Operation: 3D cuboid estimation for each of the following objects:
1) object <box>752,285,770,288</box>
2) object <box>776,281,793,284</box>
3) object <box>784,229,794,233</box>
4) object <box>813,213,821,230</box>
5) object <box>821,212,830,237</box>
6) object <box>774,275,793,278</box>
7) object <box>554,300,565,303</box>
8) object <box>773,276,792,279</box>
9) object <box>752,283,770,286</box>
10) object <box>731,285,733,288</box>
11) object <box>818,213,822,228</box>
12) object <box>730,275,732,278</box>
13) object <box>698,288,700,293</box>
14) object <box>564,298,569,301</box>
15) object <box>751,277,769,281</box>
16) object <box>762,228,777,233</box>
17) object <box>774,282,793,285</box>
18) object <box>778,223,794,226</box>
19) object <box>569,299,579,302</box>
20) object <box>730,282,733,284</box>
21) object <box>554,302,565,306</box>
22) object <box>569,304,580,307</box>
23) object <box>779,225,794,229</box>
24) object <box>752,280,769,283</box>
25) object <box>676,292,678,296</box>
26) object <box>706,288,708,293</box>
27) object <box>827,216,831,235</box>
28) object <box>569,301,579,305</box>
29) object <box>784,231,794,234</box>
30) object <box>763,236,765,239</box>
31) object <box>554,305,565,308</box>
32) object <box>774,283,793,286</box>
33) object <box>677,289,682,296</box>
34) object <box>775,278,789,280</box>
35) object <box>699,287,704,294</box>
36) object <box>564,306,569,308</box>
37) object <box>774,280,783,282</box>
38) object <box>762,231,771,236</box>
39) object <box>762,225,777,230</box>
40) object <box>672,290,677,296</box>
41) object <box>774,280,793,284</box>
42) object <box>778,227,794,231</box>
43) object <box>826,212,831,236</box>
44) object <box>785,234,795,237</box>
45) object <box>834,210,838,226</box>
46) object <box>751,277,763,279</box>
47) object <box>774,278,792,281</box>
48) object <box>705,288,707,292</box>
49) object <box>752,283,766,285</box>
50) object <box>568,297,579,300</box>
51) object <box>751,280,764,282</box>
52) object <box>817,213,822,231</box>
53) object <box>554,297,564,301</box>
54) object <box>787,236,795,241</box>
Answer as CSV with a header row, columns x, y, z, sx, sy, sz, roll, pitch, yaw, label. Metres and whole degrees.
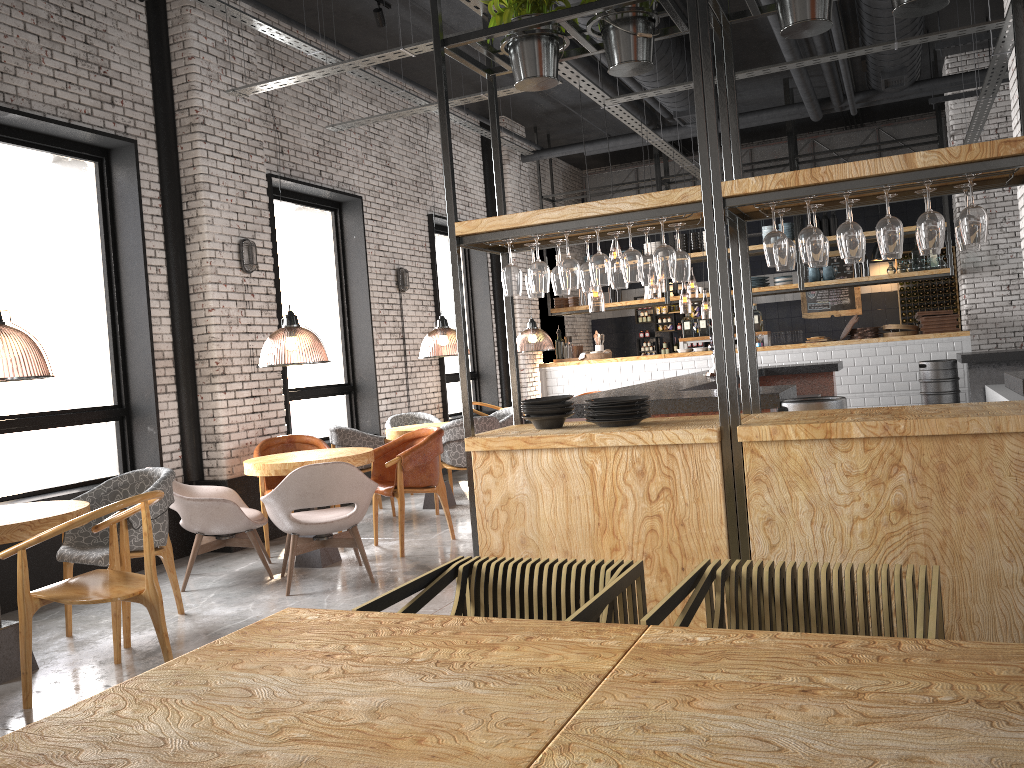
x,y,z,sx,sy,sz,roll,pitch,yaw,label
3.508,-1.387,12.850,0.454,0.033,0.454,-4,1,6,object
3.882,-1.438,12.684,0.263,0.037,0.263,-5,1,-3,object
3.907,-2.141,12.620,0.219,0.092,0.218,-5,1,-30,object
4.245,-2.250,12.358,0.098,0.458,0.098,-5,0,-44,object
4.348,-2.257,12.313,0.098,0.458,0.098,-4,0,1,object
3.876,-1.520,12.683,0.265,0.037,0.265,-4,1,19,object
0.755,-1.288,13.930,0.157,0.053,0.168,-4,1,24,object
3.878,-1.509,12.683,0.265,0.034,0.265,-3,2,37,object
3.505,-1.412,12.850,0.454,0.042,0.454,-5,1,-1,object
3.093,-1.397,13.035,0.373,0.067,0.372,-4,1,5,object
4.354,-2.264,12.606,0.098,0.458,0.098,-5,0,-44,object
3.080,-1.554,13.031,0.373,0.050,0.373,-6,2,-44,object
2.738,-1.365,13.077,0.072,0.097,0.072,-5,1,-17,object
0.868,-1.344,14.157,0.157,0.053,0.168,-4,1,24,object
3.497,-1.506,12.849,0.454,0.048,0.454,-6,2,-39,object
3.702,-2.190,12.729,0.210,0.076,0.210,-5,1,-2,object
3.883,-1.427,12.683,0.263,0.038,0.263,-3,2,39,object
3.905,-2.237,12.619,0.218,0.091,0.218,-3,2,41,object
0.966,-1.306,13.997,0.157,0.053,0.168,-4,2,29,object
3.087,-1.465,13.032,0.334,0.039,0.335,-4,2,23,object
0.758,-1.252,13.930,0.157,0.053,0.168,-4,1,24,object
0.973,-1.225,13.998,0.157,0.053,0.168,-4,2,29,object
3.911,-2.206,12.615,0.218,0.096,0.219,-4,1,8,object
3.500,-1.460,12.849,0.453,0.062,0.454,-5,2,-22,object
2.450,-1.346,13.204,0.072,0.097,0.072,-4,1,23,object
2.904,-1.383,13.259,0.072,0.097,0.072,-4,1,24,object
4.456,-2.271,12.561,0.098,0.458,0.098,-4,0,1,object
0.969,-1.270,13.998,0.157,0.053,0.168,-4,2,29,object
3.908,-2.109,12.617,0.218,0.092,0.219,-4,1,14,object
3.713,-2.104,12.735,0.210,0.074,0.210,-5,1,-1,object
0.761,-1.207,13.930,0.157,0.053,0.168,-4,1,24,object
3.885,-1.415,12.684,0.263,0.026,0.263,-5,2,-31,object
2.474,-1.344,13.066,0.072,0.097,0.072,-5,1,-44,object
3.878,-1.491,12.683,0.263,0.029,0.263,-5,1,0,object
2.763,-1.364,12.938,0.072,0.097,0.072,-5,1,-34,object
0.878,-1.222,14.157,0.157,0.053,0.168,-4,1,24,object
3.881,-1.469,12.683,0.263,0.032,0.263,-5,1,-18,object
3.704,-2.147,12.733,0.210,0.078,0.210,-6,2,-44,object
3.702,-2.233,12.729,0.210,0.074,0.210,-4,1,29,object
2.403,-1.339,13.097,0.072,0.097,0.072,-5,1,-43,object
3.881,-1.456,12.684,0.265,0.038,0.265,-6,2,-44,object
3.905,-2.173,12.620,0.219,0.092,0.218,-5,1,-25,object
4.402,-2.264,12.437,0.098,0.458,0.098,-4,0,1,object
3.919,-2.078,12.616,0.218,0.093,0.219,-4,1,7,object
4.500,-2.271,12.394,0.098,0.458,0.098,-4,0,1,object
3.498,-1.531,12.848,0.452,0.062,0.454,-3,2,39,object
3.879,-1.480,12.684,0.263,0.028,0.263,-6,2,-39,object
2.857,-1.376,13.152,0.072,0.097,0.072,-4,1,23,object
3.505,-1.436,12.849,0.453,0.050,0.454,-3,2,44,object
0.963,-1.347,13.997,0.157,0.053,0.168,-4,2,29,object
3.501,-1.484,12.847,0.454,0.065,0.452,-5,1,-13,object
4.300,-2.257,12.482,0.098,0.458,0.098,-5,0,-44,object
0.752,-1.329,13.930,0.157,0.053,0.168,-4,1,24,object
3.916,-2.044,12.617,0.219,0.085,0.219,-5,1,-7,object
